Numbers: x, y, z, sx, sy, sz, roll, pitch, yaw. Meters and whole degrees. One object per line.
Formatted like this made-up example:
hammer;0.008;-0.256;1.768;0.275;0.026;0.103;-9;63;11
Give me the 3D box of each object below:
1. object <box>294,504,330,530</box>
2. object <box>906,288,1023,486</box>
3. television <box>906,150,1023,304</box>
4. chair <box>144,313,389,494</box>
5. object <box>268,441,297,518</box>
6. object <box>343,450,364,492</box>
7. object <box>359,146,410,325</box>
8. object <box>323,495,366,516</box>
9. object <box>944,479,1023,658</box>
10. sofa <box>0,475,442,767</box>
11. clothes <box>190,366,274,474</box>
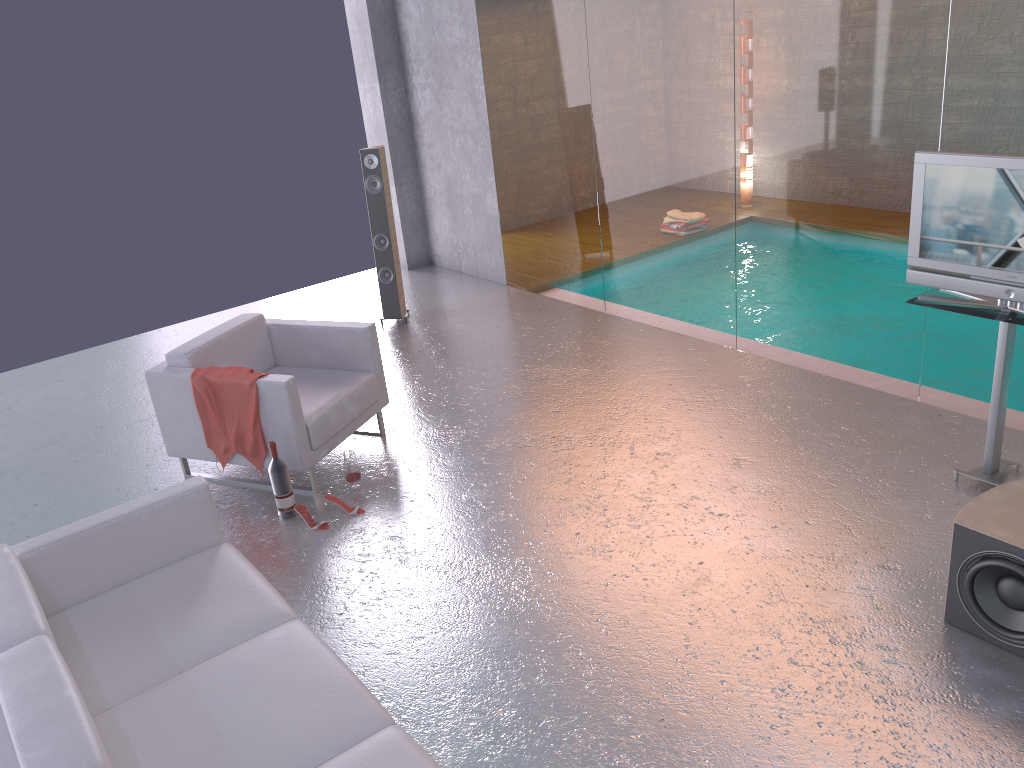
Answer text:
object;-1.062;0.707;4.690;0.235;0.087;0.079;8;27;30
object;2.334;0.035;4.227;0.360;0.958;0.818;-22;27;-32
television;2.249;-0.678;3.926;0.054;0.644;1.000;-22;27;-32
chair;-1.428;0.068;5.372;1.026;0.808;0.936;4;25;23
object;-1.244;0.507;4.760;0.109;0.435;0.109;-10;23;-7
object;-0.897;0.485;4.981;0.091;0.233;0.091;-9;23;-6
object;-1.067;-1.269;7.551;0.244;1.473;0.444;-3;23;9
object;-0.902;0.647;4.787;0.235;0.087;0.079;3;25;20
object;2.040;0.697;3.394;0.604;0.459;0.514;-22;27;-32
sofa;-0.957;1.127;2.729;1.026;0.824;2.353;-22;27;-32
clothes;-1.515;0.191;5.016;0.574;0.604;0.254;4;25;23
